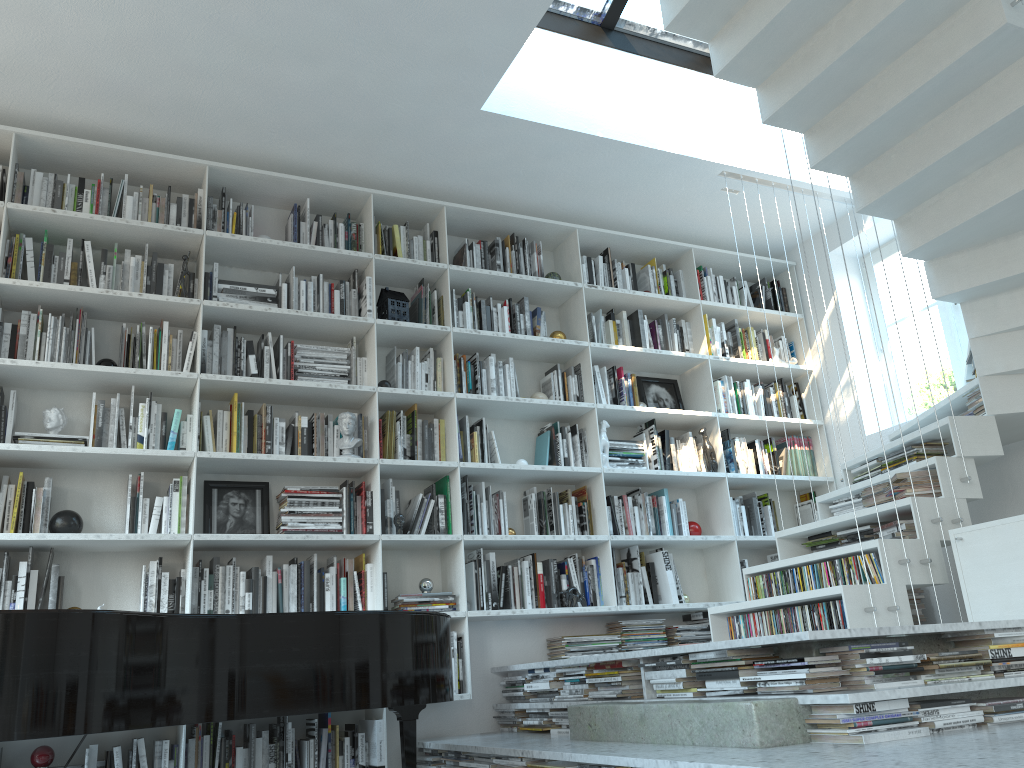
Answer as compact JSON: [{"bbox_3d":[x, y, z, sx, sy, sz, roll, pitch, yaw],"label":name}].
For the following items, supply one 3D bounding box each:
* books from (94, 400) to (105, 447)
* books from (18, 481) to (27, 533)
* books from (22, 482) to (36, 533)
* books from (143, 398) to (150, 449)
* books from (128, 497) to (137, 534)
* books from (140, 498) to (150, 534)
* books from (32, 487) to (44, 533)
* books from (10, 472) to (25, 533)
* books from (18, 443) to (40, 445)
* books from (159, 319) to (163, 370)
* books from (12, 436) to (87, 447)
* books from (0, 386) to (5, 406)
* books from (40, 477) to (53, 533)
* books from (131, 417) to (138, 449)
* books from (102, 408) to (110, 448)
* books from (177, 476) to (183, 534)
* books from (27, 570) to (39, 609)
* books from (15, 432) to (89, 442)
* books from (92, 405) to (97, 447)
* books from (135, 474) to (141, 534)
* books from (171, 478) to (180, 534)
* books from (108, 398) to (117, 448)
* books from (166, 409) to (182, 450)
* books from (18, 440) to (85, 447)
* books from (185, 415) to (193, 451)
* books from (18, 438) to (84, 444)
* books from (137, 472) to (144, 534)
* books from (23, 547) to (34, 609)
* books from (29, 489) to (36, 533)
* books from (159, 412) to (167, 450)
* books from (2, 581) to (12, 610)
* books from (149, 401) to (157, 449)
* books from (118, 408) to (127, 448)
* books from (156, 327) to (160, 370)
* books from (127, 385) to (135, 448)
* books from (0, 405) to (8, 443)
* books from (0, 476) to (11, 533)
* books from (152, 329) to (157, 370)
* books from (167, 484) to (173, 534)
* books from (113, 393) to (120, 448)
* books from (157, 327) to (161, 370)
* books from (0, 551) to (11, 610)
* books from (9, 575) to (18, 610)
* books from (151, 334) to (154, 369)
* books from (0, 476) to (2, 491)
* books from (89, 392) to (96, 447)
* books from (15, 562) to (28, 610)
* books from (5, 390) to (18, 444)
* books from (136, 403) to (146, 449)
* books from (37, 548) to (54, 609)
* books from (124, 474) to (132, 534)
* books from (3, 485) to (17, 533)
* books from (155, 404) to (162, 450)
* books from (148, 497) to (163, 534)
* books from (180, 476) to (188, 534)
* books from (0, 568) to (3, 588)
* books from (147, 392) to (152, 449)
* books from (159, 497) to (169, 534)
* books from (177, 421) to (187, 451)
[{"bbox_3d":[-1.851,0.216,3.976,0.030,0.246,0.175,4,-20,-25],"label":"books"},{"bbox_3d":[-2.074,0.548,3.760,0.014,0.243,0.153,4,-20,-25],"label":"books"},{"bbox_3d":[-2.062,0.553,3.783,0.028,0.247,0.143,4,-20,-25],"label":"books"},{"bbox_3d":[-1.678,0.220,4.055,0.012,0.264,0.193,4,-20,-25],"label":"books"},{"bbox_3d":[-1.685,0.606,3.927,0.025,0.185,0.154,4,-20,-25],"label":"books"},{"bbox_3d":[-1.645,0.616,3.960,0.030,0.182,0.155,4,-20,-25],"label":"books"},{"bbox_3d":[-2.016,0.563,3.774,0.028,0.215,0.175,4,-20,-25],"label":"books"},{"bbox_3d":[-2.085,0.526,3.738,0.026,0.273,0.190,4,-20,-25],"label":"books"},{"bbox_3d":[-2.019,0.293,3.879,0.254,0.012,0.161,6,-21,-29],"label":"books"},{"bbox_3d":[-1.672,-0.140,4.205,0.006,0.302,0.166,4,-20,-25],"label":"books"},{"bbox_3d":[-2.024,0.260,3.894,0.285,0.012,0.160,4,-20,-23],"label":"books"},{"bbox_3d":[-2.226,0.172,3.845,0.011,0.297,0.136,4,-20,-25],"label":"books"},{"bbox_3d":[-1.999,0.547,3.806,0.028,0.265,0.145,4,-20,-25],"label":"books"},{"bbox_3d":[-1.730,0.261,4.048,0.025,0.188,0.140,4,-20,-25],"label":"books"},{"bbox_3d":[-1.839,0.236,4.009,0.024,0.226,0.138,4,-20,-25],"label":"books"},{"bbox_3d":[-1.512,0.574,4.014,0.011,0.278,0.188,4,-20,-25],"label":"books"},{"bbox_3d":[-1.991,0.903,3.681,0.029,0.240,0.136,4,-20,-25],"label":"books"},{"bbox_3d":[-2.022,0.247,3.893,0.285,0.012,0.160,6,-21,-29],"label":"books"},{"bbox_3d":[-1.877,0.227,3.981,0.010,0.231,0.155,4,-20,-25],"label":"books"},{"bbox_3d":[-1.677,0.561,3.961,0.011,0.290,0.156,4,-20,-25],"label":"books"},{"bbox_3d":[-1.532,0.580,4.012,0.027,0.268,0.179,4,-20,-25],"label":"books"},{"bbox_3d":[-1.813,0.214,4.012,0.022,0.266,0.151,4,-20,-25],"label":"books"},{"bbox_3d":[-1.573,0.249,4.105,0.060,0.226,0.179,4,-20,-25],"label":"books"},{"bbox_3d":[-2.019,0.281,3.881,0.254,0.012,0.161,7,-22,-30],"label":"books"},{"bbox_3d":[-1.517,0.265,4.150,0.026,0.216,0.127,4,-20,-25],"label":"books"},{"bbox_3d":[-2.022,0.271,3.888,0.254,0.012,0.161,6,-21,-28],"label":"books"},{"bbox_3d":[-1.665,0.558,3.964,0.012,0.297,0.166,4,-20,-25],"label":"books"},{"bbox_3d":[-2.017,0.858,3.694,0.013,0.337,0.138,4,-20,-25],"label":"books"},{"bbox_3d":[-2.035,0.567,3.768,0.011,0.207,0.180,4,-20,-25],"label":"books"},{"bbox_3d":[-1.621,0.257,4.105,0.026,0.218,0.150,4,-20,-25],"label":"books"},{"bbox_3d":[-2.064,0.915,3.629,0.024,0.195,0.157,4,-20,-25],"label":"books"},{"bbox_3d":[-1.656,0.228,4.074,0.023,0.259,0.171,4,-20,-25],"label":"books"},{"bbox_3d":[-1.770,0.239,4.029,0.048,0.224,0.150,4,-20,-25],"label":"books"},{"bbox_3d":[-1.683,-0.121,4.197,0.004,0.264,0.142,4,-20,-25],"label":"books"},{"bbox_3d":[-1.744,0.189,4.050,0.010,0.328,0.174,4,-20,-25],"label":"books"},{"bbox_3d":[-2.198,0.212,3.831,0.034,0.209,0.137,4,-20,-25],"label":"books"},{"bbox_3d":[-2.143,0.532,3.728,0.036,0.262,0.167,4,-20,-25],"label":"books"},{"bbox_3d":[-1.692,-0.116,4.191,0.017,0.252,0.140,4,-20,-25],"label":"books"},{"bbox_3d":[-1.547,0.588,3.995,0.012,0.243,0.171,4,-20,-25],"label":"books"},{"bbox_3d":[-1.793,0.203,4.012,0.012,0.285,0.168,4,-20,-25],"label":"books"},{"bbox_3d":[-1.675,-0.117,4.192,0.006,0.252,0.181,4,-20,-25],"label":"books"},{"bbox_3d":[-2.084,0.856,3.635,0.014,0.312,0.166,4,-20,-25],"label":"books"},{"bbox_3d":[-2.043,0.906,3.638,0.021,0.214,0.172,4,-20,-25],"label":"books"},{"bbox_3d":[-1.709,-0.105,4.193,0.011,0.235,0.131,4,-20,-25],"label":"books"},{"bbox_3d":[-2.174,0.527,3.723,0.026,0.274,0.155,4,-20,-25],"label":"books"},{"bbox_3d":[-1.883,0.197,3.973,0.012,0.284,0.160,4,-20,-25],"label":"books"},{"bbox_3d":[-2.021,0.881,3.654,0.027,0.268,0.185,4,-20,-25],"label":"books"},{"bbox_3d":[-2.174,0.180,3.849,0.021,0.277,0.137,4,-20,-25],"label":"books"},{"bbox_3d":[-1.700,0.230,4.052,0.028,0.246,0.170,4,-20,-25],"label":"books"},{"bbox_3d":[-1.952,0.860,3.697,0.050,0.327,0.167,4,-20,-25],"label":"books"},{"bbox_3d":[-1.707,0.559,3.938,0.012,0.284,0.160,4,-20,-25],"label":"books"},{"bbox_3d":[-2.115,0.552,3.738,0.025,0.227,0.153,4,-20,-25],"label":"books"},{"bbox_3d":[-1.644,0.237,4.101,0.022,0.255,0.152,4,-20,-25],"label":"books"},{"bbox_3d":[-1.600,0.612,3.967,0.057,0.188,0.156,4,-20,-25],"label":"books"},{"bbox_3d":[-1.498,0.575,4.024,0.021,0.280,0.162,4,-20,-25],"label":"books"},{"bbox_3d":[-2.107,0.885,3.614,0.042,0.247,0.163,4,-20,-25],"label":"books"},{"bbox_3d":[-1.672,0.207,4.073,0.011,0.299,0.179,4,-20,-25],"label":"books"},{"bbox_3d":[-1.565,0.617,3.988,0.024,0.187,0.173,4,-20,-25],"label":"books"},{"bbox_3d":[-1.539,0.280,4.131,0.027,0.180,0.142,4,-20,-25],"label":"books"}]
